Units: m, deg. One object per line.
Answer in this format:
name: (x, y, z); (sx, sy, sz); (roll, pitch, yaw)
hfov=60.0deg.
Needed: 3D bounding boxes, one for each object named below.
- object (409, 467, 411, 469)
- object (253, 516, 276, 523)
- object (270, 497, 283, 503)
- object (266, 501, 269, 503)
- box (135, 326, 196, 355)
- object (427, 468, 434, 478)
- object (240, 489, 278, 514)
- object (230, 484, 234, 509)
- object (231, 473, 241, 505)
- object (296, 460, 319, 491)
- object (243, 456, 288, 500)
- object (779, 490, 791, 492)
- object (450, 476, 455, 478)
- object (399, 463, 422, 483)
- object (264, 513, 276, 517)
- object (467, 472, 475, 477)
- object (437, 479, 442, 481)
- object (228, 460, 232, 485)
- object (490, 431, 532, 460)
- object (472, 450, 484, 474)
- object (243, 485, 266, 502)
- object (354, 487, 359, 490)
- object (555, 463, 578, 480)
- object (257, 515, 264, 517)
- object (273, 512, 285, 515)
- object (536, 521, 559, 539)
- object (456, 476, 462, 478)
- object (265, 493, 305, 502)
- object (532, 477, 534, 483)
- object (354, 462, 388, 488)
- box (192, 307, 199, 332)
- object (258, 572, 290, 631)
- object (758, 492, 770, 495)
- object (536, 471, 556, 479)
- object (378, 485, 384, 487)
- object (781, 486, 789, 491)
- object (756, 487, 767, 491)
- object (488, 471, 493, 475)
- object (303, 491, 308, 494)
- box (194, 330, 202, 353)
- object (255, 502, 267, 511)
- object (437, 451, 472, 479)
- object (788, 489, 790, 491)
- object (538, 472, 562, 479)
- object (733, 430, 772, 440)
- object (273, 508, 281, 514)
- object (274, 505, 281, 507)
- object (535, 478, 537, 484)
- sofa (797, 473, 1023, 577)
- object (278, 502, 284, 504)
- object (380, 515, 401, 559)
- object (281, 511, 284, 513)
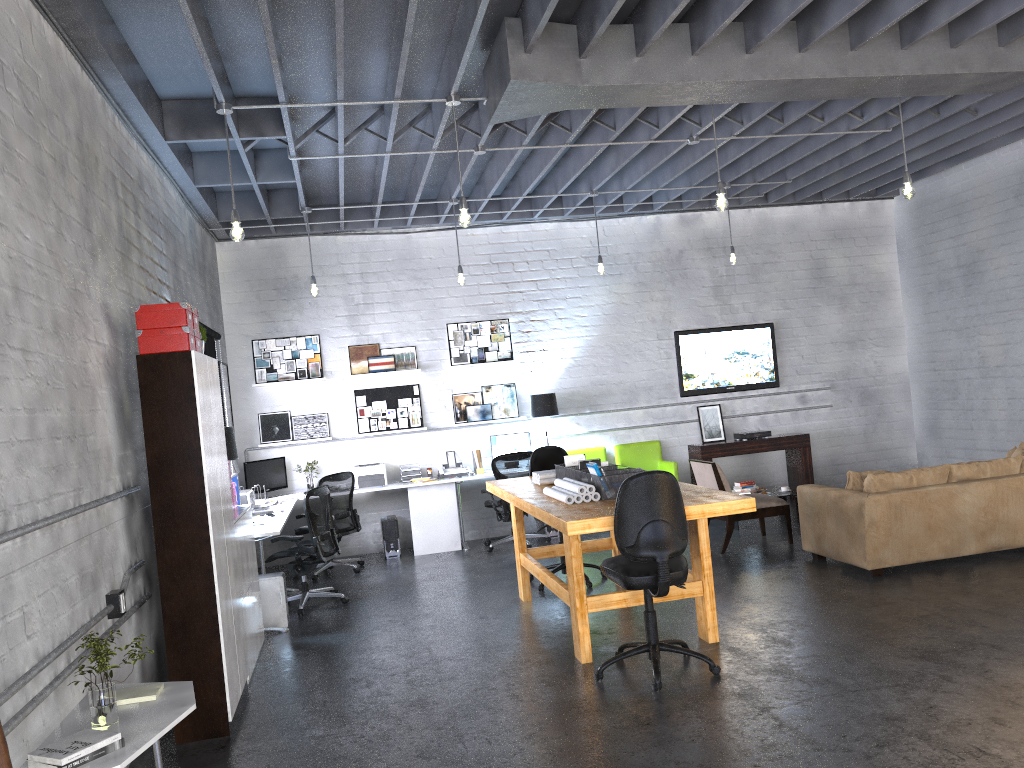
object: (-1.159, 0.952, 10.068); (0.011, 0.010, 0.126); (-6, -1, -2)
object: (-2.109, 1.151, 7.513); (0.181, 0.028, 0.422); (-5, -1, -21)
object: (-2.410, 1.188, 9.065); (0.130, 0.049, 0.130); (-6, -1, 6)
object: (-2.555, 1.222, 9.171); (0.048, 0.012, 0.111); (-5, -1, -31)
box: (-1.850, -0.226, 4.759); (0.270, 0.131, 0.206); (-6, 0, -11)
object: (-0.940, 1.016, 10.132); (0.093, 0.116, 0.067); (-6, 0, -11)
object: (-2.397, 1.085, 8.120); (0.485, 0.230, 0.420); (-6, 0, -11)
object: (-2.127, 0.828, 6.383); (0.213, 0.177, 0.161); (-6, 0, -11)
object: (-2.400, 0.984, 7.498); (0.212, 0.417, 0.465); (-6, 0, -11)
object: (-2.262, 1.025, 9.879); (0.271, 0.363, 0.297); (-6, 0, 34)
object: (-2.677, 1.031, 9.621); (0.147, 0.427, 0.559); (-6, 0, 26)
object: (2.968, 1.164, 9.638); (0.131, 0.016, 0.131); (-6, -1, -4)
object: (-0.673, 1.042, 9.888); (0.011, 0.011, 0.125); (-6, -1, 28)
object: (-1.149, 1.008, 10.050); (0.229, 0.180, 0.316); (-6, 0, -11)
object: (-2.140, 1.154, 7.807); (0.114, 0.036, 0.058); (-5, 0, -21)
object: (-0.457, 1.003, 9.894); (0.095, 0.050, 0.095); (-5, -1, -42)
object: (-0.787, 1.056, 9.796); (0.008, 0.007, 0.141); (-6, -1, 23)
object: (-2.145, 0.652, 6.381); (0.214, 0.177, 0.161); (-6, 0, -11)
object: (-0.011, 0.778, 10.256); (0.465, 0.417, 0.212); (-6, 0, -6)
object: (-0.390, 0.894, 10.183); (0.087, 0.259, 0.236); (-6, 0, -11)
object: (-2.630, 1.130, 8.854); (0.324, 0.208, 0.233); (-6, 0, -11)
object: (-1.736, 1.142, 9.668); (0.103, 0.021, 0.131); (-5, -1, -31)
object: (0.513, 0.674, 6.656); (0.316, 0.156, 0.306); (-6, 0, -11)
object: (-2.224, 1.173, 7.871); (0.076, 0.016, 0.017); (-5, 0, -21)
object: (-2.093, 1.160, 7.905); (0.119, 0.016, 0.119); (-6, -1, 7)
object: (0.404, 1.528, 10.143); (0.180, 0.411, 0.476); (-6, 0, -11)
object: (-0.591, 1.033, 9.854); (0.076, 0.016, 0.017); (-6, 0, 39)
object: (-2.401, 1.202, 9.406); (0.181, 0.028, 0.421); (-6, -1, 39)
object: (0.420, 0.734, 7.063); (0.519, 0.047, 0.047); (-6, 0, -11)
object: (-1.591, 1.024, 9.972); (0.351, 0.235, 0.351); (-6, 0, -11)
box: (-1.903, -0.350, 4.963); (0.268, 0.133, 0.206); (-6, 0, -11)
object: (-2.023, 1.733, 7.001); (0.478, 0.411, 0.200); (-6, 0, -11)
object: (2.728, 1.179, 9.588); (0.137, 0.031, 0.137); (-6, -1, 15)
object: (0.446, 0.689, 6.904); (0.519, 0.047, 0.046); (-6, 0, -11)
object: (-1.431, 1.115, 9.688); (0.075, 0.016, 0.017); (-6, 0, 14)
object: (2.967, 1.140, 9.640); (0.077, 0.052, 0.080); (-6, 0, 37)
object: (2.787, 1.174, 9.958); (0.151, 0.040, 0.151); (-6, -1, 7)
object: (-0.049, 0.974, 9.954); (0.422, 0.028, 0.181); (-6, -1, -16)
object: (-2.226, 1.183, 9.632); (0.114, 0.036, 0.058); (-6, 0, 29)
box: (-1.889, -0.220, 4.964); (0.270, 0.131, 0.206); (-6, 0, -11)
object: (-2.565, 1.190, 8.519); (0.392, 0.064, 0.259); (-6, -1, -11)
object: (-0.688, 0.913, 10.133); (0.405, 0.280, 0.399); (-6, 0, -11)
object: (3.017, 1.152, 9.637); (0.023, 0.009, 0.108); (-6, -1, 28)
object: (0.456, 0.687, 6.849); (0.519, 0.047, 0.046); (-6, 0, -13)
object: (2.928, 0.626, 10.804); (0.370, 0.082, 0.266); (-6, -1, -11)
object: (-2.089, 1.136, 7.910); (0.077, 0.049, 0.062); (-5, 0, -41)
object: (-2.290, 1.190, 8.650); (0.006, 0.006, 0.086); (-6, -1, 44)
object: (0.437, 0.731, 6.972); (0.519, 0.047, 0.047); (-6, 0, -11)
sofa: (3.696, 1.059, 7.372); (2.329, 0.628, 1.105); (-6, 0, -11)
object: (-2.327, 1.193, 8.884); (0.071, 0.020, 0.058); (-6, -1, 43)
object: (-1.357, 1.700, 9.889); (0.180, 0.411, 0.476); (-6, 0, -11)
object: (-2.046, 1.152, 7.989); (0.025, 0.021, 0.119); (-6, -1, 16)
